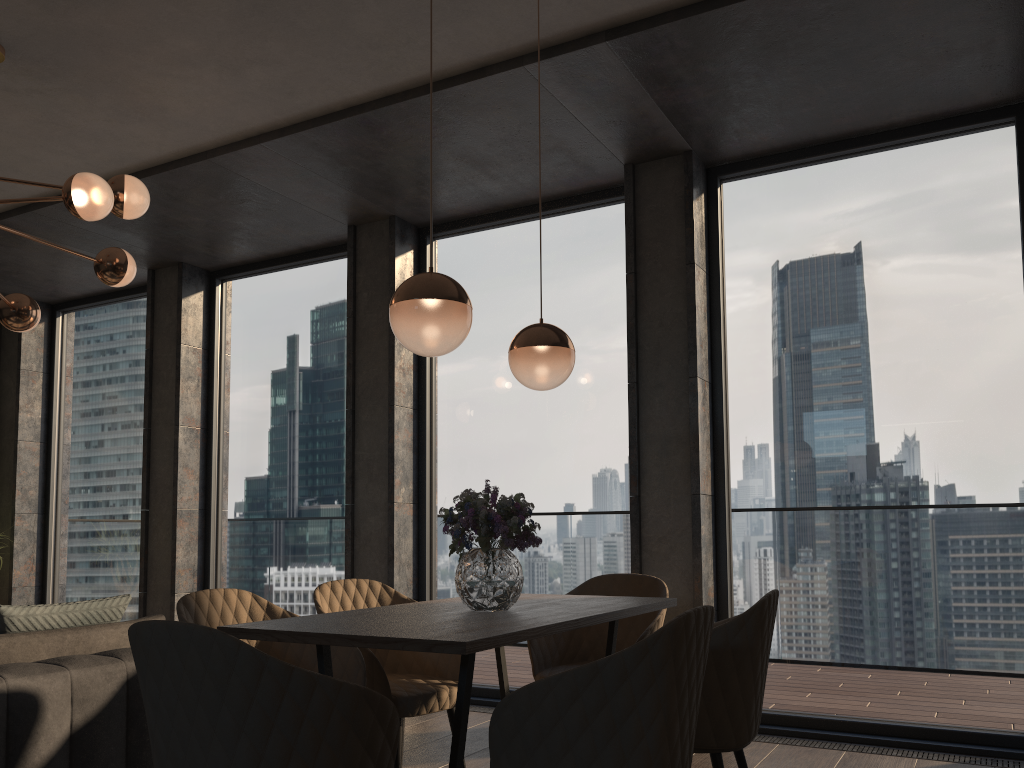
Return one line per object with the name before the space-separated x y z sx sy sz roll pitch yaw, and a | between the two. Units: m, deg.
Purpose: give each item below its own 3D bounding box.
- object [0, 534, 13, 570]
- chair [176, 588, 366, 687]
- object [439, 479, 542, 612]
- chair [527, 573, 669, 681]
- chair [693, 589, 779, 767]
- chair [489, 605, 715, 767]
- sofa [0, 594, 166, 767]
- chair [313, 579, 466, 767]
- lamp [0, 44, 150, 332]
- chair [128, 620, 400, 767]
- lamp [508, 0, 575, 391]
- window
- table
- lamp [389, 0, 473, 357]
object | -4.362 1.501 6.732 0.953 1.349 1.031 3 -7 -30
chair | -0.739 1.059 2.731 0.511 0.829 0.559 -3 -7 23
object | -0.067 0.504 2.768 0.328 0.405 0.301 0 -6 -1
chair | 0.360 1.191 3.550 0.557 0.829 0.513 -4 -7 33
chair | 0.556 1.045 2.698 0.511 0.829 0.559 -3 -7 23
chair | 0.224 0.952 2.140 0.511 0.829 0.559 -4 -7 28
sofa | -2.853 1.184 3.232 2.918 0.777 2.040 -5 -10 28
chair | -0.448 1.149 3.267 0.512 0.829 0.558 -5 -8 38
lamp | -2.120 -0.886 3.731 1.014 1.029 1.479 -1 -8 5
chair | -0.550 0.926 1.959 0.557 0.829 0.513 -4 -7 33
lamp | 0.102 -0.740 3.191 0.240 1.532 0.240 -4 -6 34
window | -0.754 0.489 5.754 7.284 2.976 0.200 -5 -6 29
table | -0.084 1.091 2.746 0.771 0.762 1.478 -4 -9 28
lamp | -0.236 -0.842 2.580 0.239 1.532 0.241 -1 -5 4
